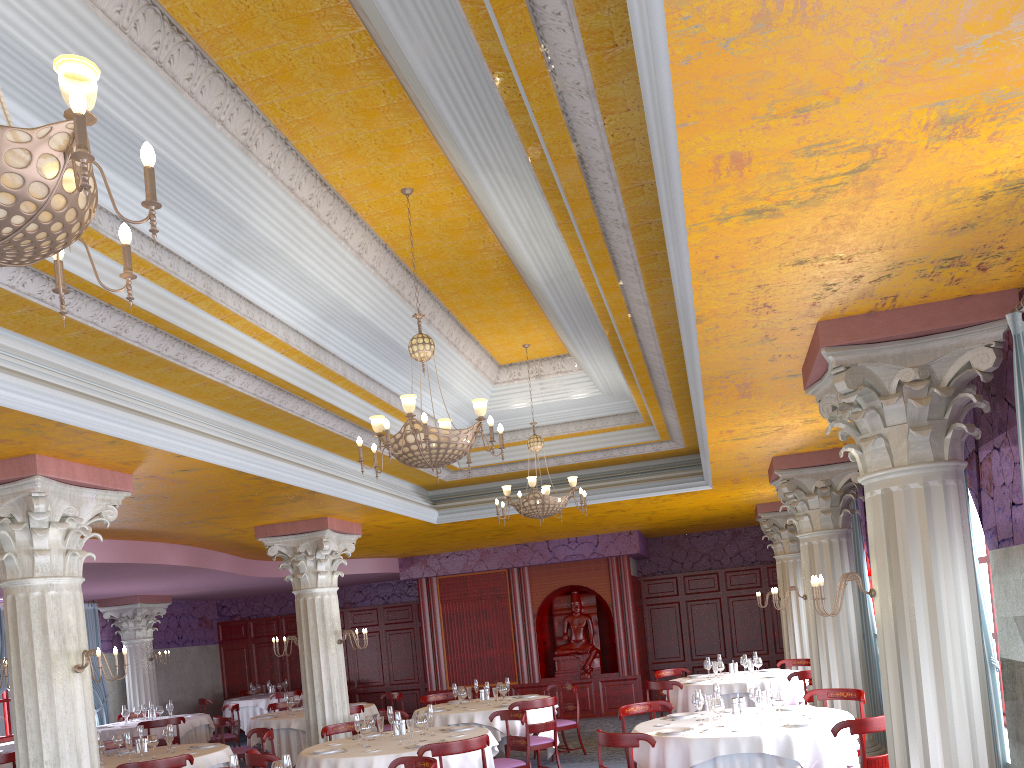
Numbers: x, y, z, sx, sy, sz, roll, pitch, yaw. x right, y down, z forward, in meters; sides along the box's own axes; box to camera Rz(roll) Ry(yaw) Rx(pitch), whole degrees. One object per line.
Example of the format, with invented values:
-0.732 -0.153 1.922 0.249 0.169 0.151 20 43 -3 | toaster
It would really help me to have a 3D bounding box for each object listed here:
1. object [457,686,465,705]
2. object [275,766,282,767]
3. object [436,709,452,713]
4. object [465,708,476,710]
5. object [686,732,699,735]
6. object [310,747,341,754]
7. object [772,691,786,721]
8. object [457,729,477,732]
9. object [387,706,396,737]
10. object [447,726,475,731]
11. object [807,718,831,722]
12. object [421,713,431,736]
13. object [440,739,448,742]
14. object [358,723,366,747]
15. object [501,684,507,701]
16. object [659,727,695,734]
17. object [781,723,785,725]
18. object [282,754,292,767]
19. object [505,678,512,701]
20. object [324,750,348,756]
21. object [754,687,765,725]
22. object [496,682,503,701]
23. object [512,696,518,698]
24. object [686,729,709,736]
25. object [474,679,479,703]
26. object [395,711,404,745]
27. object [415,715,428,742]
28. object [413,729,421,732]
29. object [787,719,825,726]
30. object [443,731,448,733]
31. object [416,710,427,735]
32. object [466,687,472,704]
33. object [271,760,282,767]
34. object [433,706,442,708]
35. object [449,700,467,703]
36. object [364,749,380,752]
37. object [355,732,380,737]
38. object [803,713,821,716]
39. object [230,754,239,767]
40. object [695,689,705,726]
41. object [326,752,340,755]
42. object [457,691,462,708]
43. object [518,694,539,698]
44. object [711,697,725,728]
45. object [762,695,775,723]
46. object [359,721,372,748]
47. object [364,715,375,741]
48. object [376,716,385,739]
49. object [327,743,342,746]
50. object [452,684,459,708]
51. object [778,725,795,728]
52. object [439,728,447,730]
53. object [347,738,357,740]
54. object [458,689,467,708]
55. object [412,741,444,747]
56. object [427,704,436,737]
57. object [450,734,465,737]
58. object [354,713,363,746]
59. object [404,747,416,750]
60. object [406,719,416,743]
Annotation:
-0.729 4.521 12.431 0.122 0.261 0.124 -6 -3 4 | object
-1.656 2.882 6.184 0.085 0.234 0.087 -4 -3 -29 | object
-0.926 4.433 11.615 0.256 0.019 0.057 2 -16 -27 | object
-0.560 4.381 11.535 0.160 0.009 0.163 -9 -16 13 | object
1.580 3.040 7.455 0.253 0.003 0.023 4 -18 -32 | object
-1.861 3.668 8.555 0.315 0.024 0.322 -9 -16 13 | object
2.410 2.906 7.730 0.121 0.261 0.125 -4 -4 -18 | object
-0.481 3.716 9.185 0.232 0.013 0.028 4 -16 -31 | object
-1.317 3.677 9.329 0.073 0.331 0.075 -4 -2 -41 | object
-0.557 3.765 9.353 0.322 0.024 0.315 -20 -21 41 | object
2.673 2.929 7.468 0.054 0.019 0.267 1 -17 -26 | object
-0.921 3.639 9.154 0.086 0.234 0.086 -6 -3 16 | object
-0.652 3.521 8.438 0.054 0.019 0.267 1 -17 -26 | object
-1.518 3.586 8.756 0.087 0.234 0.085 -7 -3 38 | object
-0.123 4.460 12.375 0.086 0.234 0.086 -6 -3 16 | object
1.464 3.076 7.585 0.315 0.024 0.322 -9 -16 13 | object
2.382 2.966 7.482 0.138 0.010 0.031 3 -16 -29 | object
-1.588 2.797 6.078 0.073 0.331 0.075 -4 -2 -41 | object
-0.054 4.375 12.270 0.073 0.331 0.075 -4 -2 -41 | object
-1.724 3.612 8.394 0.256 0.019 0.057 2 -16 -27 | object
2.193 2.859 7.612 0.073 0.331 0.075 -4 -2 -41 | object
-0.169 4.481 12.484 0.122 0.261 0.124 -6 -3 4 | object
0.103 4.646 12.735 0.256 0.019 0.057 2 -16 -27 | object
1.601 3.020 7.424 0.256 0.019 0.057 2 -16 -27 | object
-0.519 4.498 12.550 0.073 0.331 0.075 -4 -2 -41 | object
-1.132 3.451 8.582 0.073 0.331 0.075 -4 -2 -41 | object
-0.915 3.498 8.700 0.121 0.261 0.125 -4 -4 -18 | object
-1.096 3.905 9.640 0.160 0.009 0.163 -9 -16 13 | object
2.512 2.903 7.329 0.315 0.024 0.322 -9 -16 13 | object
-0.709 3.750 9.221 0.029 0.010 0.144 2 -17 -28 | object
-0.967 3.660 9.263 0.124 0.261 0.122 -7 -4 27 | object
-0.620 4.536 12.476 0.087 0.234 0.085 -7 -3 38 | object
-1.703 2.903 6.292 0.124 0.261 0.122 -7 -4 27 | object
-1.089 4.654 12.328 0.158 0.009 0.165 2 -17 -26 | object
-0.808 4.758 12.830 0.313 0.024 0.324 6 -19 -35 | object
-1.358 3.560 8.314 0.159 0.009 0.164 6 -19 -35 | object
-1.606 3.937 9.609 0.312 0.024 0.325 -4 -16 -7 | object
2.758 3.040 7.876 0.158 0.009 0.165 2 -17 -26 | object
-2.052 2.920 6.358 0.073 0.331 0.075 -4 -2 -41 | object
1.729 2.982 7.892 0.075 0.331 0.073 -6 -1 27 | object
-1.745 3.632 8.425 0.253 0.003 0.023 4 -18 -32 | object
-0.720 4.407 11.977 0.085 0.234 0.087 -5 -2 -7 | object
0.241 4.586 12.574 0.312 0.024 0.325 -4 -16 -7 | object
1.850 2.946 7.678 0.121 0.261 0.125 -4 -4 -18 | object
2.304 2.917 7.685 0.085 0.234 0.087 -5 -2 -7 | object
-1.475 3.538 8.648 0.122 0.261 0.124 -6 -3 4 | object
-1.527 3.700 9.210 0.121 0.261 0.125 -4 -4 -18 | object
-1.417 3.715 9.255 0.086 0.234 0.086 -6 -3 16 | object
-1.887 3.833 9.107 0.158 0.009 0.165 2 -17 -26 | object
-0.798 4.395 12.083 0.073 0.331 0.075 -4 -2 -41 | object
2.345 2.904 7.253 0.027 0.013 0.241 2 -17 -30 | object
-0.695 3.825 9.514 0.256 0.019 0.057 2 -16 -27 | object
-1.766 3.917 9.470 0.054 0.019 0.267 1 -17 -26 | object
-0.677 4.359 11.869 0.122 0.261 0.124 -6 -3 4 | object
-0.813 3.496 8.299 0.315 0.024 0.322 -9 -16 13 | object
-0.852 3.554 9.049 0.073 0.331 0.075 -5 -1 -18 | object
-0.567 3.632 8.846 0.159 0.009 0.164 6 -19 -35 | object
-1.596 3.574 8.862 0.074 0.331 0.074 -6 -1 4 | object
-0.980 3.496 8.223 0.027 0.013 0.241 2 -17 -30 | object
-1.021 3.509 8.655 0.087 0.234 0.085 -7 -3 38 | object
